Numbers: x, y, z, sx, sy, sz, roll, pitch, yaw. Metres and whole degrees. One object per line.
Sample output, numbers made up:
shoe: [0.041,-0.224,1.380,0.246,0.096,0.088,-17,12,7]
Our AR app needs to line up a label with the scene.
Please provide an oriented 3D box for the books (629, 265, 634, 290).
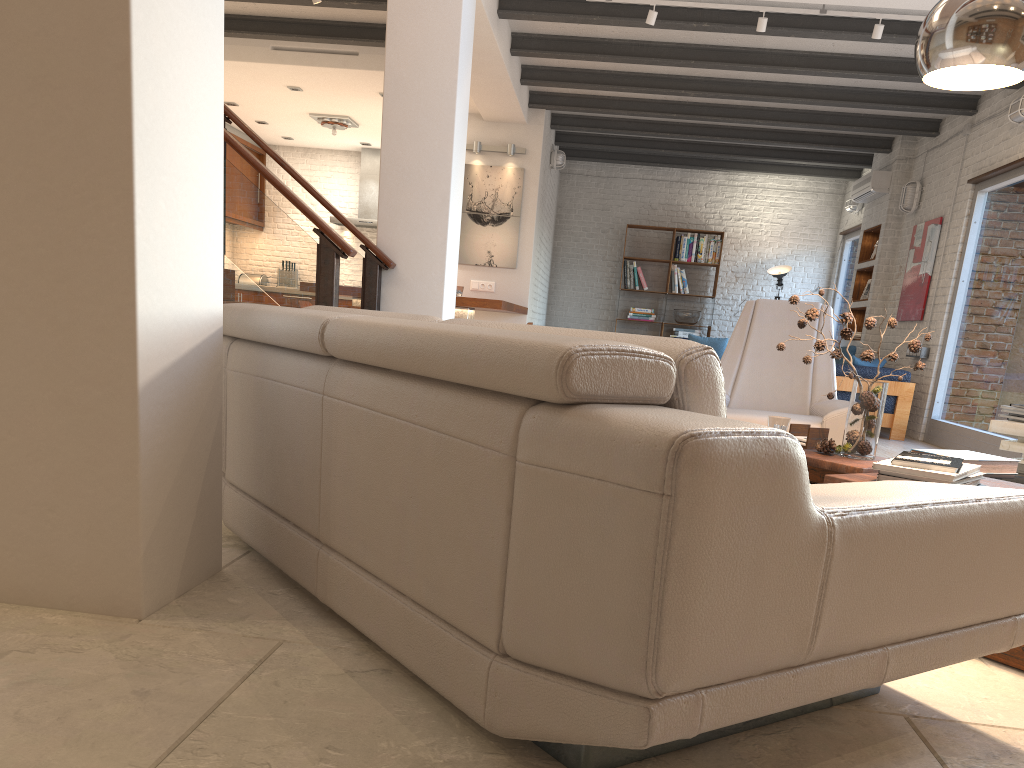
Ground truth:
books: [1.681,-1.497,12.275,0.102,0.345,0.246,6,11,5]

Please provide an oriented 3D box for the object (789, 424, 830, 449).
object: [1.148,0.203,3.380,0.094,0.085,0.111,1,8,-23]

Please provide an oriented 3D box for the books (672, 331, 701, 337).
books: [2.467,-0.706,12.362,0.380,0.066,0.237,5,5,-1]

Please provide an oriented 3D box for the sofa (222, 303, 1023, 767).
sofa: [0.008,0.224,2.388,1.141,0.780,2.267,0,7,-35]

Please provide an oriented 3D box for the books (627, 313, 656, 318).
books: [1.829,-0.971,12.341,0.380,0.037,0.237,5,4,-2]

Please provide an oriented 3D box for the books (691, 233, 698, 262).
books: [2.512,-1.873,12.067,0.036,0.396,0.236,6,11,5]

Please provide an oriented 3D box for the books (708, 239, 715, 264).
books: [2.742,-1.824,12.060,0.055,0.340,0.246,6,10,5]

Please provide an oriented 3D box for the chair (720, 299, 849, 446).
chair: [1.312,0.068,4.480,1.017,1.050,0.950,9,10,21]

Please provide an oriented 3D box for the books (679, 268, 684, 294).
books: [2.359,-1.437,12.204,0.124,0.360,0.263,6,10,5]

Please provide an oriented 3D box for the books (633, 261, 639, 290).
books: [1.735,-1.514,12.235,0.121,0.394,0.236,6,11,5]

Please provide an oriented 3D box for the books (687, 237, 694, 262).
books: [2.465,-1.851,12.097,0.055,0.340,0.246,6,10,5]

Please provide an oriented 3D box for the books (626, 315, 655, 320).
books: [1.815,-0.936,12.357,0.380,0.037,0.237,5,4,0]

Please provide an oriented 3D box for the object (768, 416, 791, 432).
object: [1.063,0.175,3.489,0.091,0.087,0.088,-1,11,-35]

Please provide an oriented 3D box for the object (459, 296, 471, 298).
object: [-0.458,-0.767,7.587,0.394,0.036,0.193,6,4,8]

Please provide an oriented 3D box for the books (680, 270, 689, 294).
books: [2.404,-1.423,12.189,0.158,0.340,0.246,6,10,5]

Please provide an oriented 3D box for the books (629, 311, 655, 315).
books: [1.831,-1.001,12.353,0.355,0.021,0.264,5,4,3]

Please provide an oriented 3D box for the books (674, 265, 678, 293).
books: [2.284,-1.460,12.188,0.103,0.396,0.236,6,11,5]

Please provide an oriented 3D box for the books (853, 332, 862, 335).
books: [4.047,-0.585,10.155,0.131,0.035,0.201,6,5,15]

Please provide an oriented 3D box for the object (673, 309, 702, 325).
object: [2.467,-0.939,12.316,0.398,0.208,0.394,-1,9,-43]

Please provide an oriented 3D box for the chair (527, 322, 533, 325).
chair: [-0.039,-0.170,7.755,0.422,0.801,0.390,6,12,5]

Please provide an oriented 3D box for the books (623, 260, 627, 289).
books: [1.592,-1.529,12.250,0.091,0.397,0.236,6,11,5]

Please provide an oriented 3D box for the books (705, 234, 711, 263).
books: [2.699,-1.856,12.062,0.036,0.396,0.236,6,11,5]

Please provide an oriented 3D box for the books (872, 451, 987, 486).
books: [1.297,0.270,2.692,0.245,0.077,0.396,9,6,37]

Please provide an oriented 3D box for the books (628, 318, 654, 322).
books: [1.823,-0.906,12.370,0.355,0.021,0.264,5,4,5]

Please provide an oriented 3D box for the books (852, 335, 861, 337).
books: [4.043,-0.558,10.155,0.170,0.019,0.230,6,4,7]

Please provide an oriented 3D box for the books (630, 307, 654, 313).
books: [1.842,-1.039,12.341,0.326,0.057,0.248,6,5,7]

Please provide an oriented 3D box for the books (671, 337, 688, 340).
books: [2.432,-0.626,12.355,0.326,0.057,0.247,5,5,0]

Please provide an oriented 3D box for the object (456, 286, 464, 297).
object: [-0.463,-0.803,7.546,0.090,0.087,0.089,8,9,20]

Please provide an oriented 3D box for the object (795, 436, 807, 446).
object: [1.035,0.215,3.419,0.271,0.036,0.241,3,5,-23]

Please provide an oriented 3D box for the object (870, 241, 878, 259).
object: [4.152,-1.526,9.895,0.112,0.251,0.210,8,10,13]

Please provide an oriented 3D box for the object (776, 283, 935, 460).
object: [1.148,-0.043,3.065,0.542,0.627,0.305,1,13,-24]

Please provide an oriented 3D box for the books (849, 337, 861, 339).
books: [4.034,-0.533,10.174,0.161,0.018,0.246,6,4,15]

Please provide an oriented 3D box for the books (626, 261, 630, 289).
books: [1.630,-1.527,12.255,0.091,0.397,0.236,6,11,5]

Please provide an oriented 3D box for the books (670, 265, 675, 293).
books: [2.249,-1.465,12.213,0.101,0.396,0.236,6,11,5]

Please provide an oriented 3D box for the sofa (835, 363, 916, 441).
sofa: [2.832,-0.018,9.988,2.076,0.681,3.842,6,4,5]

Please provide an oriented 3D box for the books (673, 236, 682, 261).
books: [2.295,-1.868,12.110,0.055,0.340,0.246,6,10,5]

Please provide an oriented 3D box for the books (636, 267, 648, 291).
books: [1.826,-1.475,12.258,0.194,0.329,0.246,6,10,5]

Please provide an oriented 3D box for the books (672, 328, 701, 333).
books: [2.466,-0.758,12.346,0.379,0.037,0.237,5,4,5]

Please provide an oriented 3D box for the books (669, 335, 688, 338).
books: [2.453,-0.663,12.356,0.444,0.021,0.264,5,4,5]

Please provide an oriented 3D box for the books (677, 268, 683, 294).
books: [2.336,-1.439,12.197,0.124,0.360,0.263,6,10,5]

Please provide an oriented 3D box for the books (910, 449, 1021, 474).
books: [1.817,0.311,3.507,0.327,0.058,0.247,3,5,-25]
